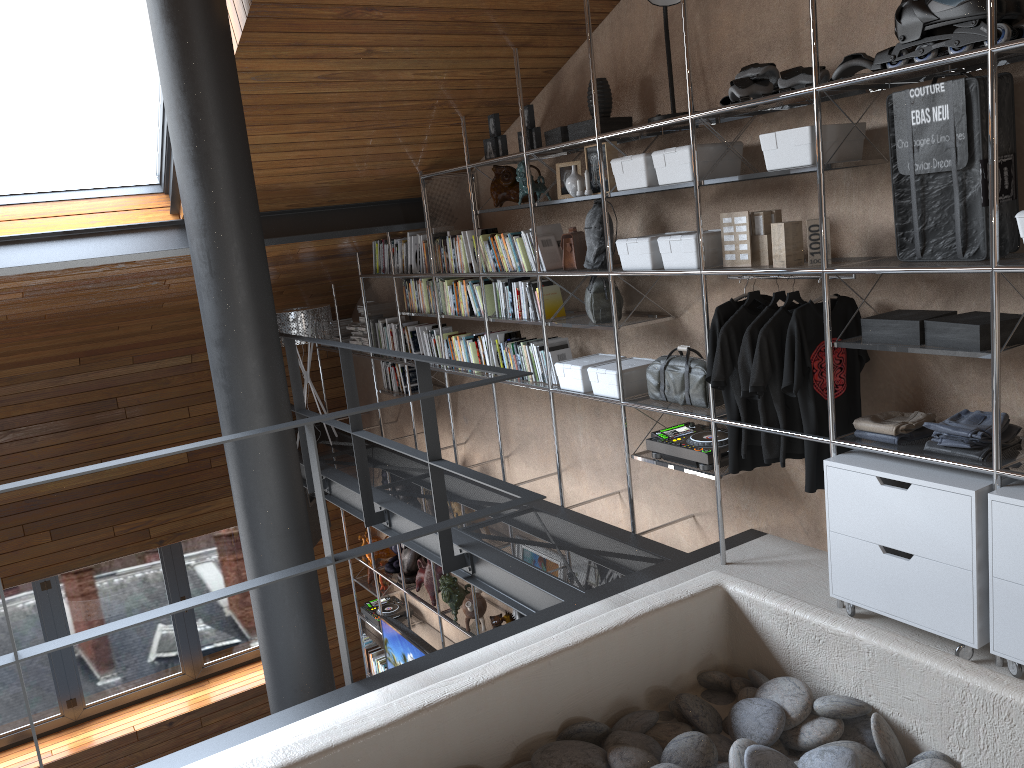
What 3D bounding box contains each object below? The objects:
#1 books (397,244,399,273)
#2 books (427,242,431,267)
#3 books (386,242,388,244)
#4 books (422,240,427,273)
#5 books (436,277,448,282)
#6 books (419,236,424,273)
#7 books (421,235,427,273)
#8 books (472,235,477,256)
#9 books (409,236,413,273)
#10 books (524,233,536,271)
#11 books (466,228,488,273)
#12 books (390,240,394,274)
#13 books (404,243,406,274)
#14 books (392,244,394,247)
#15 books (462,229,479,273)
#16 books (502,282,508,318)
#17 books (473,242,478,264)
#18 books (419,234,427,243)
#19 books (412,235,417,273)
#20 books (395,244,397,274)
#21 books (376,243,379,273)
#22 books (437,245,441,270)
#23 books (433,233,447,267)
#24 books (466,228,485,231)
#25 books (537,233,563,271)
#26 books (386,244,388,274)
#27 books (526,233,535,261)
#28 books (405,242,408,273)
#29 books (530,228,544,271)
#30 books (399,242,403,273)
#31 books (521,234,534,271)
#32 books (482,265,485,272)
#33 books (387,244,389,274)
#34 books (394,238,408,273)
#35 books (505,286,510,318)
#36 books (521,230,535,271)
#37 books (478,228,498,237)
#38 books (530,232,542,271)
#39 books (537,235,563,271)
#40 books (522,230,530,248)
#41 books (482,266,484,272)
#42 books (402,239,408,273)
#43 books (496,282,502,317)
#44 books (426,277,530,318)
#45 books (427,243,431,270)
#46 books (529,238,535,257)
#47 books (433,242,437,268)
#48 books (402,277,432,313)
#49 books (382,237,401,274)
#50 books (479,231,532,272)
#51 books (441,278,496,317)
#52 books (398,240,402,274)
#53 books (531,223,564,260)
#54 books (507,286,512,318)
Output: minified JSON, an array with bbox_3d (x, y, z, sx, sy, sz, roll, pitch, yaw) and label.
[{"bbox_3d":[-0.689,-0.829,5.817,0.138,0.189,0.065,-13,12,-31],"label":"books"},{"bbox_3d":[-0.445,-0.809,5.456,0.148,0.234,0.013,-13,12,-31],"label":"books"},{"bbox_3d":[-0.763,-0.861,5.976,0.177,0.214,0.064,-13,12,-30],"label":"books"},{"bbox_3d":[-0.477,-0.795,5.499,0.143,0.199,0.019,-13,12,-31],"label":"books"},{"bbox_3d":[-0.390,-0.557,5.465,0.143,0.218,0.020,-13,12,-31],"label":"books"},{"bbox_3d":[-0.506,-0.815,5.533,0.148,0.232,0.053,-13,12,-31],"label":"books"},{"bbox_3d":[-0.490,-0.815,5.516,0.148,0.234,0.033,-13,12,-31],"label":"books"},{"bbox_3d":[-0.136,-0.735,4.950,0.149,0.205,0.049,-13,12,-31],"label":"books"},{"bbox_3d":[-0.587,-0.829,5.630,0.148,0.229,0.073,-13,12,-31],"label":"books"},{"bbox_3d":[0.142,-0.672,4.482,0.127,0.192,0.079,-13,12,-31],"label":"books"},{"bbox_3d":[-0.170,-0.747,4.958,0.148,0.232,0.053,-13,12,-31],"label":"books"},{"bbox_3d":[-0.737,-0.853,5.910,0.161,0.220,0.074,-13,12,-31],"label":"books"},{"bbox_3d":[-0.640,-0.821,5.747,0.126,0.194,0.064,-13,12,-31],"label":"books"},{"bbox_3d":[-0.738,-0.835,5.876,0.111,0.194,0.059,-13,12,-31],"label":"books"},{"bbox_3d":[-0.196,-0.751,4.998,0.148,0.232,0.053,-13,12,-31],"label":"books"},{"bbox_3d":[0.028,-0.465,4.811,0.161,0.187,0.021,-13,12,-31],"label":"books"},{"bbox_3d":[-0.145,-0.723,4.958,0.131,0.180,0.042,-13,12,-31],"label":"books"},{"bbox_3d":[-0.515,-0.827,5.575,0.148,0.229,0.073,-13,12,-31],"label":"books"},{"bbox_3d":[-0.562,-0.825,5.592,0.148,0.229,0.073,-13,12,-31],"label":"books"},{"bbox_3d":[-0.714,-0.828,5.827,0.111,0.194,0.059,-13,12,-31],"label":"books"},{"bbox_3d":[-0.866,-0.876,6.121,0.149,0.202,0.067,-13,12,-31],"label":"books"},{"bbox_3d":[-0.380,-0.779,5.343,0.129,0.203,0.021,-13,12,-31],"label":"books"},{"bbox_3d":[-0.406,-0.794,5.359,0.129,0.231,0.010,-13,12,-31],"label":"books"},{"bbox_3d":[-0.198,-0.758,5.033,0.143,0.236,0.062,-13,12,-31],"label":"books"},{"bbox_3d":[0.186,-0.657,4.420,0.117,0.176,0.074,-13,12,-31],"label":"books"},{"bbox_3d":[-0.788,-0.845,5.953,0.127,0.197,0.063,-13,12,-31],"label":"books"},{"bbox_3d":[0.154,-0.672,4.476,0.127,0.192,0.079,-13,12,-31],"label":"books"},{"bbox_3d":[-0.632,-0.823,5.731,0.123,0.201,0.071,-13,12,-31],"label":"books"},{"bbox_3d":[0.189,-0.681,4.444,0.161,0.215,0.092,-13,12,-31],"label":"books"},{"bbox_3d":[-0.672,-0.831,5.792,0.131,0.202,0.068,-13,12,-31],"label":"books"},{"bbox_3d":[0.130,-0.678,4.522,0.127,0.192,0.079,-13,12,-31],"label":"books"},{"bbox_3d":[-0.114,-0.729,4.918,0.137,0.201,0.047,-13,12,-31],"label":"books"},{"bbox_3d":[-0.775,-0.845,5.948,0.127,0.197,0.063,-13,12,-31],"label":"books"},{"bbox_3d":[-0.715,-0.845,5.836,0.122,0.227,0.076,-13,12,-31],"label":"books"},{"bbox_3d":[0.027,-0.449,4.783,0.130,0.169,0.010,-13,12,-31],"label":"books"},{"bbox_3d":[0.148,-0.689,4.521,0.164,0.209,0.084,-13,12,-31],"label":"books"},{"bbox_3d":[-0.125,-0.749,4.944,0.148,0.232,0.053,-13,12,-31],"label":"books"},{"bbox_3d":[0.173,-0.673,4.454,0.125,0.200,0.088,-13,12,-31],"label":"books"},{"bbox_3d":[0.187,-0.652,4.408,0.112,0.169,0.068,-13,12,-31],"label":"books"},{"bbox_3d":[0.154,-0.688,4.513,0.170,0.209,0.082,-13,12,-32],"label":"books"},{"bbox_3d":[-0.128,-0.719,4.926,0.131,0.180,0.042,-13,12,-31],"label":"books"},{"bbox_3d":[-0.649,-0.832,5.753,0.133,0.215,0.070,-13,12,-30],"label":"books"},{"bbox_3d":[-0.003,-0.474,4.870,0.169,0.189,0.018,-13,12,-31],"label":"books"},{"bbox_3d":[-0.224,-0.517,5.172,0.139,0.211,1.041,-13,12,-30],"label":"books"},{"bbox_3d":[-0.447,-0.798,5.473,0.148,0.206,0.014,-13,12,-31],"label":"books"},{"bbox_3d":[0.161,-0.656,4.461,0.119,0.166,0.072,-13,12,-31],"label":"books"},{"bbox_3d":[-0.420,-0.788,5.404,0.148,0.206,0.018,-13,12,-31],"label":"books"},{"bbox_3d":[-0.570,-0.578,5.696,0.130,0.216,0.311,-13,12,-31],"label":"books"},{"bbox_3d":[-0.812,-0.874,6.022,0.143,0.233,0.081,-13,12,-31],"label":"books"},{"bbox_3d":[-0.007,-0.701,4.705,0.139,0.206,0.497,-13,12,-31],"label":"books"},{"bbox_3d":[-0.228,-0.507,5.144,0.139,0.208,0.494,-13,12,-31],"label":"books"},{"bbox_3d":[-0.680,-0.837,5.802,0.137,0.213,0.068,-13,12,-31],"label":"books"},{"bbox_3d":[0.202,-0.694,4.443,0.177,0.208,0.082,-13,12,-31],"label":"books"},{"bbox_3d":[0.044,-0.452,4.777,0.146,0.171,0.018,-13,12,-31],"label":"books"}]
